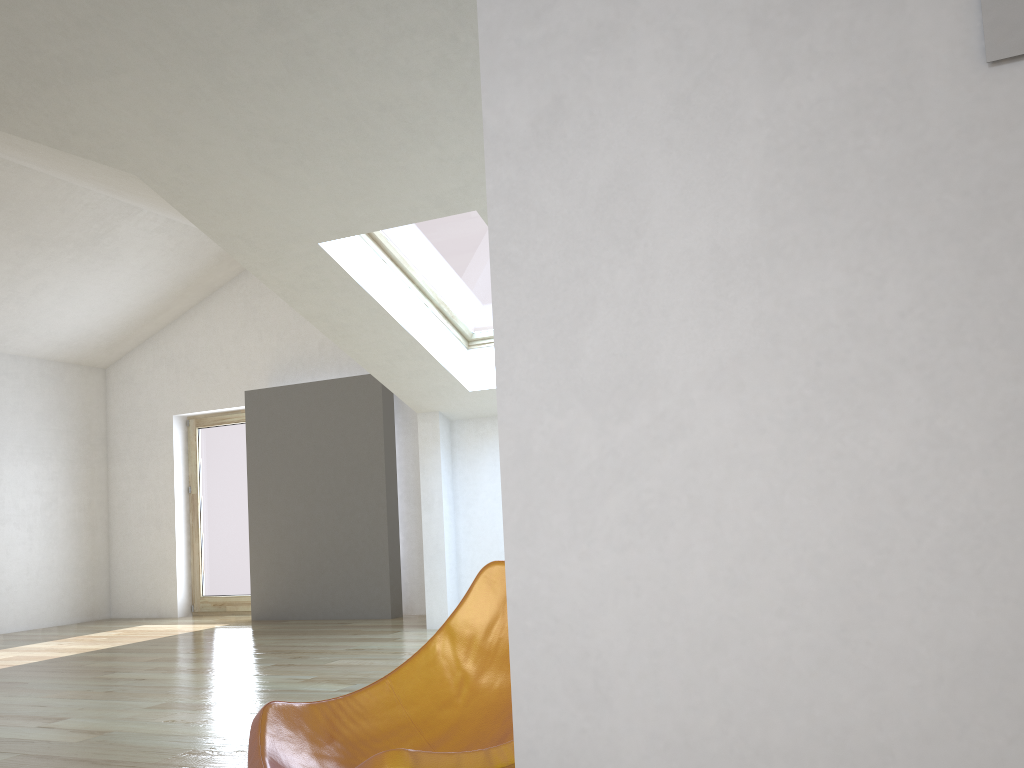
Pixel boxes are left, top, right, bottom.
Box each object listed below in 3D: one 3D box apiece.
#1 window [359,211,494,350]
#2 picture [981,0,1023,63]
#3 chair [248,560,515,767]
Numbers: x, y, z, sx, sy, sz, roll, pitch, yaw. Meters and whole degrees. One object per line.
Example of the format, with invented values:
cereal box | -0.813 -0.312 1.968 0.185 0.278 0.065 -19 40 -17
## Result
window | -0.198 -0.695 5.903 1.487 0.723 1.898 -7 -9 24
picture | 0.578 -0.601 0.523 0.587 0.696 0.008 -6 -5 23
chair | -0.108 0.710 1.657 0.719 0.718 0.658 1 -8 -35
